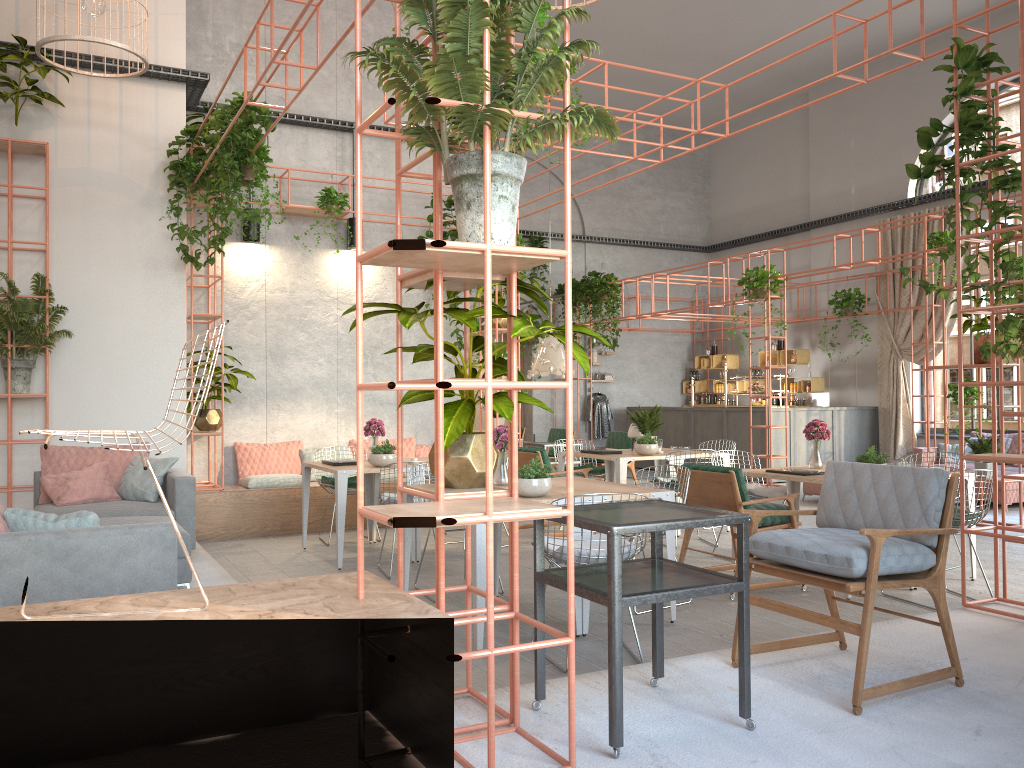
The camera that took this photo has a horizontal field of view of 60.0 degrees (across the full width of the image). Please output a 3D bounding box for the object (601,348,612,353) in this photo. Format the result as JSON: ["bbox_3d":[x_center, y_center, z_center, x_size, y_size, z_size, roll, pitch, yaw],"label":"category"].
[{"bbox_3d":[1.958,-0.696,18.366,0.263,0.101,0.013,0,-1,-27],"label":"object"}]

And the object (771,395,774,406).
[{"bbox_3d":[4.965,0.288,16.904,0.082,0.246,0.082,-1,-1,5],"label":"object"}]

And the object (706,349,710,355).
[{"bbox_3d":[4.108,-0.663,18.567,0.088,0.123,0.088,-1,-1,29],"label":"object"}]

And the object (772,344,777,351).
[{"bbox_3d":[4.988,-0.696,16.861,0.088,0.123,0.088,-1,-1,29],"label":"object"}]

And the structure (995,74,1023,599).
[{"bbox_3d":[3.694,-0.297,6.012,0.624,3.602,0.424,0,-1,-27],"label":"structure"}]

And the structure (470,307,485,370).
[{"bbox_3d":[-0.849,-0.751,17.079,0.921,1.527,0.950,-1,-1,6],"label":"structure"}]

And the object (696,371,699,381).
[{"bbox_3d":[3.994,-0.214,19.145,0.066,0.291,0.066,-1,-1,13],"label":"object"}]

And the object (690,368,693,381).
[{"bbox_3d":[3.853,-0.214,19.074,0.066,0.291,0.066,-1,-1,33],"label":"object"}]

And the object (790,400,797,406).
[{"bbox_3d":[5.215,0.350,16.432,0.115,0.107,0.115,-1,-1,29],"label":"object"}]

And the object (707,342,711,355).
[{"bbox_3d":[4.192,-0.749,18.793,0.134,0.301,0.134,0,-1,-39],"label":"object"}]

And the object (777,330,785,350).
[{"bbox_3d":[5.127,-0.828,16.901,0.134,0.386,0.134,0,-1,-39],"label":"object"}]

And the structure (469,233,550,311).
[{"bbox_3d":[-0.149,-2.203,17.288,1.939,1.514,0.856,0,-1,-33],"label":"structure"}]

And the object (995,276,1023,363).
[{"bbox_3d":[3.760,-0.366,6.039,0.894,1.100,0.900,0,-1,2],"label":"object"}]

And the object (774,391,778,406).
[{"bbox_3d":[5.007,0.265,16.834,0.066,0.291,0.066,0,-1,-43],"label":"object"}]

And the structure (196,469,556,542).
[{"bbox_3d":[-2.672,1.407,12.554,4.386,0.500,5.831,0,-1,-27],"label":"structure"}]

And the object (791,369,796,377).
[{"bbox_3d":[5.220,-0.200,16.454,0.083,0.159,0.083,-1,-1,17],"label":"object"}]

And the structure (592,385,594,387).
[{"bbox_3d":[1.654,0.033,18.262,0.066,0.044,0.019,0,-1,-27],"label":"structure"}]

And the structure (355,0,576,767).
[{"bbox_3d":[-0.047,-0.517,2.922,0.748,3.623,0.722,0,-1,-27],"label":"structure"}]

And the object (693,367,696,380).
[{"bbox_3d":[3.921,-0.214,19.110,0.066,0.291,0.066,0,-1,-21],"label":"object"}]

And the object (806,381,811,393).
[{"bbox_3d":[5.415,0.051,16.100,0.131,0.207,0.131,-1,-1,18],"label":"object"}]

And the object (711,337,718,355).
[{"bbox_3d":[4.248,-0.794,18.607,0.134,0.386,0.134,-1,-1,6],"label":"object"}]

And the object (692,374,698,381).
[{"bbox_3d":[3.915,-0.144,18.985,0.115,0.147,0.115,-1,-1,17],"label":"object"}]

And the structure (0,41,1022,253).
[{"bbox_3d":[1.120,-3.105,9.640,15.603,0.110,15.203,0,-1,-27],"label":"structure"}]

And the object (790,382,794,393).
[{"bbox_3d":[5.194,0.066,16.435,0.069,0.191,0.069,-1,-1,8],"label":"object"}]

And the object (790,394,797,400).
[{"bbox_3d":[5.244,0.247,16.520,0.115,0.107,0.115,-1,-1,29],"label":"object"}]

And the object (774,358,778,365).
[{"bbox_3d":[5.040,-0.425,16.841,0.123,0.142,0.141,0,-1,-27],"label":"object"}]

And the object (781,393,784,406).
[{"bbox_3d":[5.156,0.267,16.920,0.074,0.287,0.072,-1,-1,5],"label":"object"}]

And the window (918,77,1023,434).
[{"bbox_3d":[7.982,-1.973,13.442,0.089,5.538,4.127,0,-1,-27],"label":"window"}]

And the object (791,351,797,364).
[{"bbox_3d":[5.269,-0.491,16.534,0.137,0.261,0.137,-1,-1,9],"label":"object"}]

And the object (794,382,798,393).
[{"bbox_3d":[5.235,0.064,16.354,0.069,0.191,0.069,0,-1,-10],"label":"object"}]

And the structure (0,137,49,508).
[{"bbox_3d":[-4.577,-0.404,8.088,0.624,3.596,0.424,0,-1,-27],"label":"structure"}]

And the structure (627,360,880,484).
[{"bbox_3d":[4.413,0.655,16.875,2.579,2.022,4.057,0,-1,-27],"label":"structure"}]

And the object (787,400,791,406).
[{"bbox_3d":[5.156,0.352,16.548,0.115,0.107,0.115,0,-1,-30],"label":"object"}]

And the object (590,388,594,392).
[{"bbox_3d":[1.633,0.107,18.233,0.093,0.121,0.049,0,-1,-25],"label":"object"}]

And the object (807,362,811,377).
[{"bbox_3d":[5.450,-0.261,16.279,0.075,0.273,0.075,0,-1,-39],"label":"object"}]

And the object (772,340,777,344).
[{"bbox_3d":[5.072,-0.783,17.087,0.134,0.301,0.134,0,-1,-39],"label":"object"}]

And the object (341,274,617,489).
[{"bbox_3d":[-0.121,-0.056,3.465,0.934,0.923,0.903,-1,-1,29],"label":"object"}]

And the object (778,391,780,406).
[{"bbox_3d":[5.085,0.270,16.880,0.065,0.280,0.065,-1,-1,16],"label":"object"}]

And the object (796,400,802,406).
[{"bbox_3d":[5.325,0.350,16.489,0.115,0.107,0.115,0,-1,-21],"label":"object"}]

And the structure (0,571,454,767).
[{"bbox_3d":[-2.823,0.772,4.189,3.396,1.111,9.152,0,-1,-27],"label":"structure"}]

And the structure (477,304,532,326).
[{"bbox_3d":[-0.197,-1.363,17.367,1.312,0.505,0.063,0,-1,-27],"label":"structure"}]

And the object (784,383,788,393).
[{"bbox_3d":[5.119,0.069,16.580,0.069,0.191,0.069,0,-1,-15],"label":"object"}]

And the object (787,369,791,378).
[{"bbox_3d":[5.178,-0.198,16.535,0.083,0.159,0.083,-1,-1,17],"label":"object"}]

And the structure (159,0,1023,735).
[{"bbox_3d":[-1.757,-0.767,10.221,4.501,4.345,14.096,0,-1,-29],"label":"structure"}]

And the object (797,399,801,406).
[{"bbox_3d":[5.303,0.337,16.389,0.073,0.131,0.073,0,-1,-34],"label":"object"}]

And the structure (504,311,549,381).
[{"bbox_3d":[0.305,-0.730,17.722,0.950,1.527,0.921,0,-1,-29],"label":"structure"}]

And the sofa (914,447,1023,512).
[{"bbox_3d":[6.485,1.248,12.161,1.960,0.672,2.219,0,-1,-27],"label":"sofa"}]

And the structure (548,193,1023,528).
[{"bbox_3d":[5.687,-0.233,12.256,4.157,4.247,14.689,0,-1,-27],"label":"structure"}]

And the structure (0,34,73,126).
[{"bbox_3d":[-4.468,-2.751,8.031,0.934,0.803,0.903,-1,-1,34],"label":"structure"}]

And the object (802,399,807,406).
[{"bbox_3d":[5.428,0.337,16.460,0.073,0.131,0.073,0,-1,-34],"label":"object"}]
